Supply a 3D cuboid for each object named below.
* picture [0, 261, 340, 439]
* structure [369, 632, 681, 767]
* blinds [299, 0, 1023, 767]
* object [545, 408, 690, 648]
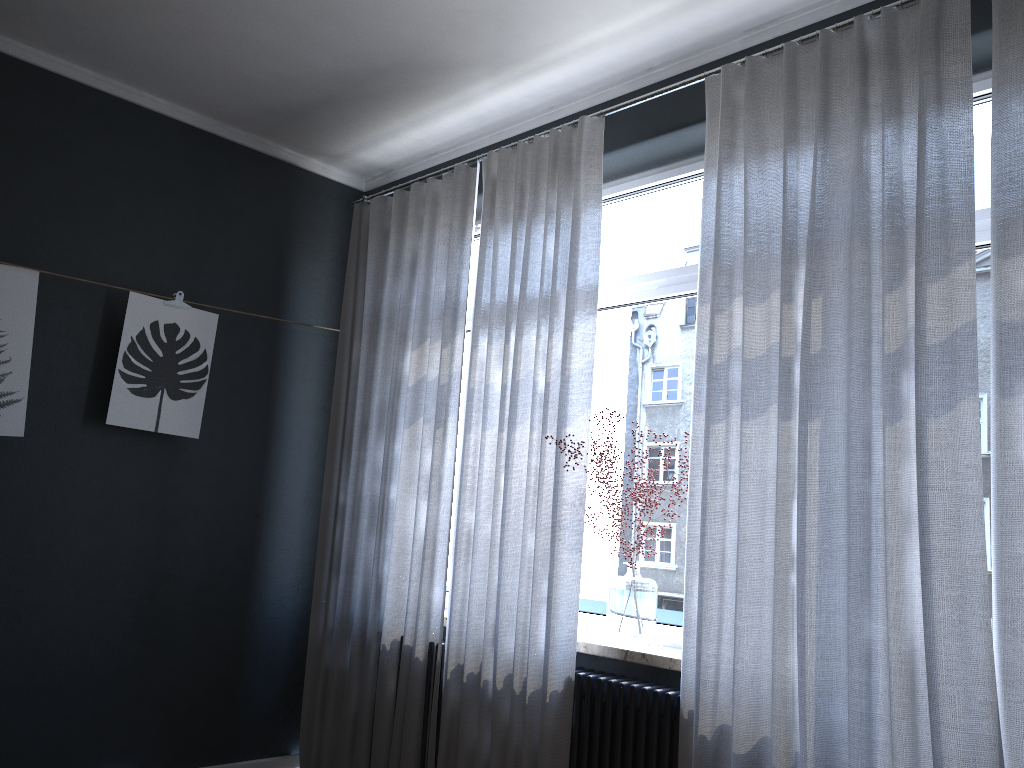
[{"bbox_3d":[-2.362,-0.263,2.958,0.058,0.769,4.465,-5,-13,45],"label":"picture"},{"bbox_3d":[0.034,1.326,3.307,0.216,0.599,1.848,13,-13,-44],"label":"structure"},{"bbox_3d":[0.546,0.328,2.917,0.313,2.782,3.995,12,-12,-44],"label":"blinds"},{"bbox_3d":[0.422,0.514,3.131,0.514,0.807,0.600,1,-9,20],"label":"object"}]
